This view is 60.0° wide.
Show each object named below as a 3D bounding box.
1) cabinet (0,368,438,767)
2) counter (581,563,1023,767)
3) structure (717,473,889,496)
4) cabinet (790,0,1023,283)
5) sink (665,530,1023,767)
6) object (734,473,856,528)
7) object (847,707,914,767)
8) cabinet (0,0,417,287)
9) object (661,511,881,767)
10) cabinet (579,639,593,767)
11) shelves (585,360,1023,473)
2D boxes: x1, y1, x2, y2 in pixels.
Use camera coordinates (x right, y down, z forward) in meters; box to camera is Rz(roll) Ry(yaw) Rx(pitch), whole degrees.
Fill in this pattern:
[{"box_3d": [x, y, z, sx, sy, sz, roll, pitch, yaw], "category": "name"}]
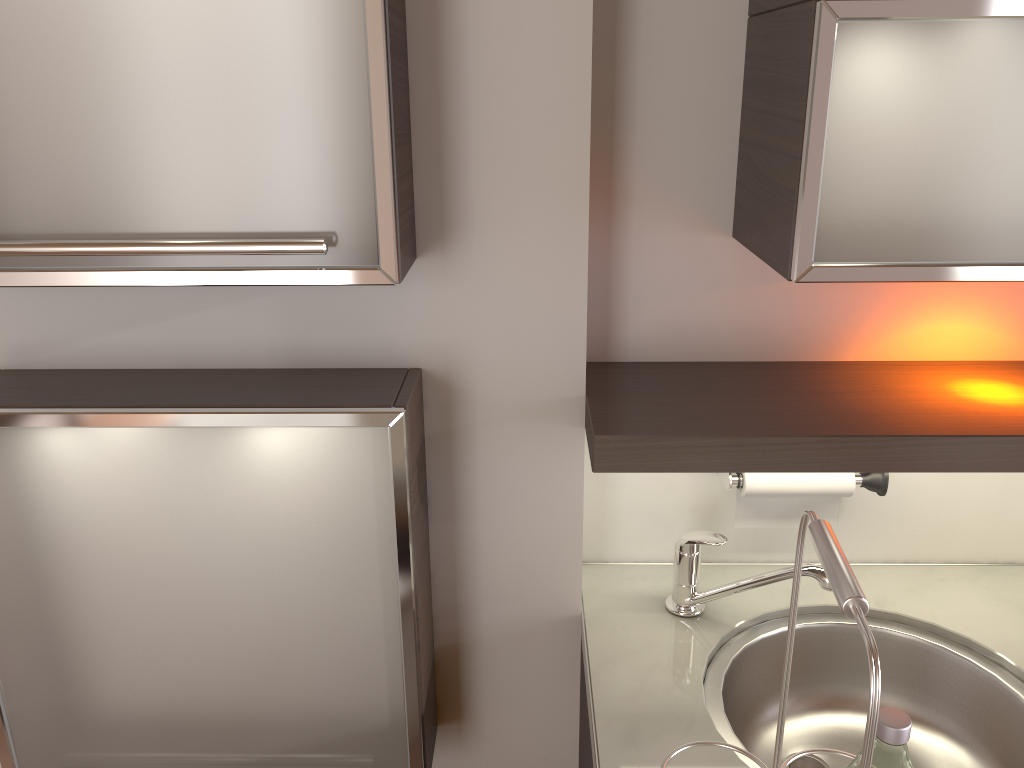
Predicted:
[{"box_3d": [-0.422, 0.294, 1.229, 0.598, 0.600, 0.194, 0, 19, 1], "category": "cabinet"}, {"box_3d": [1.012, 0.664, 0.452, 1.850, 0.036, 2.150, 0, 19, 1], "category": "counter"}, {"box_3d": [0.446, 0.138, 1.371, 0.237, 0.049, 0.087, 0, 19, 2], "category": "structure"}, {"box_3d": [0.951, -0.385, 0.195, 1.399, 1.032, 2.058, 1, 19, 5], "category": "cabinet"}, {"box_3d": [0.456, 0.428, 1.154, 0.494, 0.347, 0.450, 2, 19, 7], "category": "sink"}, {"box_3d": [0.431, 0.178, 1.359, 0.165, 0.119, 0.053, 0, 19, 1], "category": "object"}, {"box_3d": [0.281, 0.395, 0.702, 0.091, 0.319, 0.091, 13, 23, 34], "category": "object"}, {"box_3d": [-0.411, -0.396, 0.928, 0.619, 0.600, 0.172, -5, 19, -12], "category": "cabinet"}, {"box_3d": [0.228, 0.333, 0.686, 0.210, 0.453, 0.291, 1, 19, 6], "category": "object"}, {"box_3d": [1.017, 1.092, 0.600, 1.850, 0.870, 2.150, 0, 19, 1], "category": "cabinet"}, {"box_3d": [1.027, 0.034, 1.220, 1.850, 0.050, 0.313, 0, 19, 1], "category": "shelves"}]
